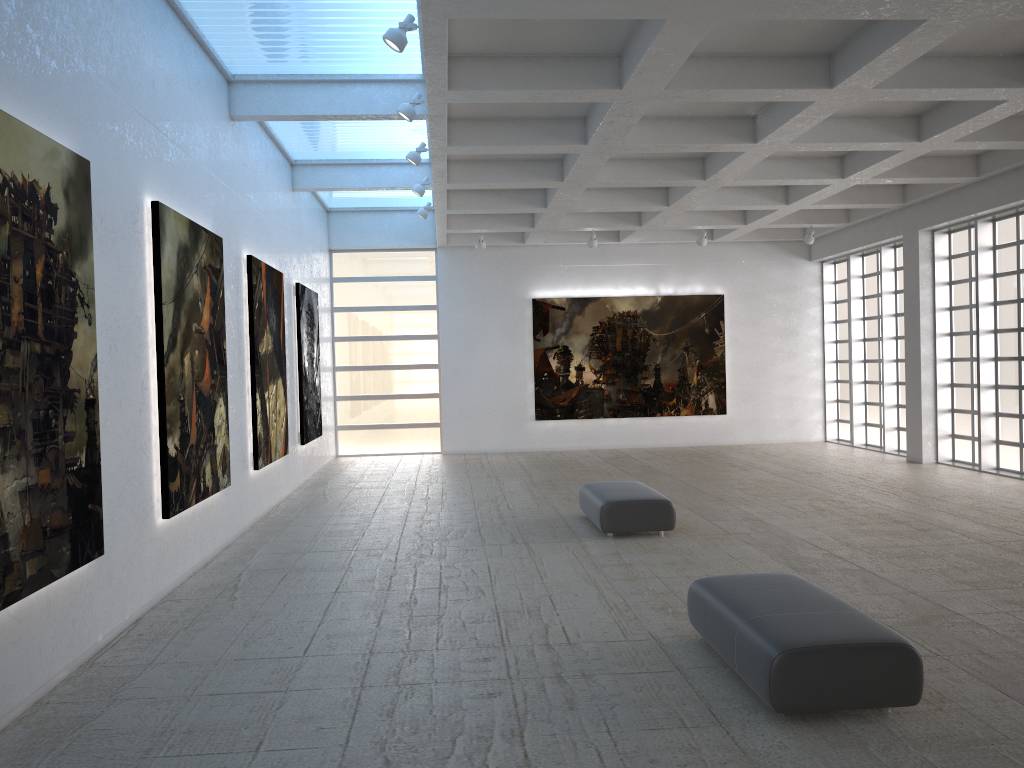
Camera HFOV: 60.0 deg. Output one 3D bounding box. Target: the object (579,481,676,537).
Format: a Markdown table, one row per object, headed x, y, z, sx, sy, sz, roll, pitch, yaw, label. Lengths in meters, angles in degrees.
| x | y | z | sx | sy | sz | roll | pitch | yaw | label |
| --- | --- | --- | --- | --- | --- | --- | --- | --- | --- |
| 2.490 | 2.729 | 19.727 | 1.616 | 0.828 | 3.044 | -2 | 1 | -4 | object |

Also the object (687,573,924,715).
| x | y | z | sx | sy | sz | roll | pitch | yaw | label |
| --- | --- | --- | --- | --- | --- | --- | --- | --- | --- |
| 3.197 | 2.902 | 10.235 | 1.616 | 0.828 | 3.044 | -2 | 1 | -4 | object |
